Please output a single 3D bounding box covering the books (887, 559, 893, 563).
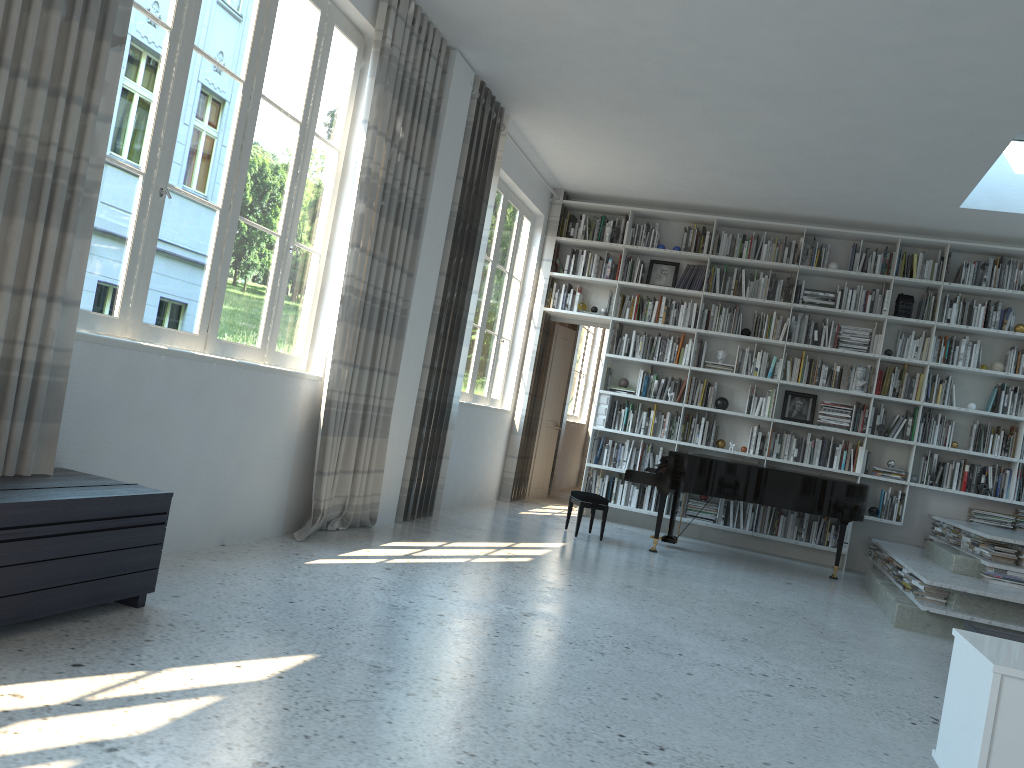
[{"bbox_3d":[3.044,1.398,6.923,0.165,0.014,0.236,10,-2,11],"label":"books"}]

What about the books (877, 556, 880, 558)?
[{"bbox_3d":[3.296,1.532,7.811,0.147,0.012,0.206,10,-2,11],"label":"books"}]

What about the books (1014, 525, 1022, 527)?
[{"bbox_3d":[4.618,1.283,7.881,0.285,0.007,0.159,9,-2,21],"label":"books"}]

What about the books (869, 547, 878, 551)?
[{"bbox_3d":[3.369,1.523,8.097,0.187,0.009,0.211,10,-2,15],"label":"books"}]

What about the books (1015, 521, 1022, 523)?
[{"bbox_3d":[4.626,1.249,7.891,0.254,0.007,0.161,10,-2,17],"label":"books"}]

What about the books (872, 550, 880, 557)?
[{"bbox_3d":[3.281,1.509,7.817,0.190,0.028,0.213,9,-2,20],"label":"books"}]

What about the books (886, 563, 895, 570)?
[{"bbox_3d":[3.035,1.442,6.922,0.182,0.013,0.287,10,-2,17],"label":"books"}]

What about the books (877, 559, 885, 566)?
[{"bbox_3d":[3.196,1.527,7.519,0.177,0.026,0.230,9,-2,19],"label":"books"}]

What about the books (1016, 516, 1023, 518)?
[{"bbox_3d":[4.631,1.205,7.892,0.254,0.006,0.161,10,-2,15],"label":"books"}]

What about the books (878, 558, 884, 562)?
[{"bbox_3d":[3.206,1.508,7.517,0.172,0.014,0.221,10,-2,17],"label":"books"}]

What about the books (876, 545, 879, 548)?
[{"bbox_3d":[3.401,1.488,8.090,0.133,0.017,0.231,10,-2,17],"label":"books"}]

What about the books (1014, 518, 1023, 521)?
[{"bbox_3d":[4.629,1.229,7.892,0.285,0.007,0.159,10,-2,17],"label":"books"}]

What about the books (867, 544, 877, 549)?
[{"bbox_3d":[3.365,1.498,8.100,0.191,0.013,0.243,10,-2,12],"label":"books"}]

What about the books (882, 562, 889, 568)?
[{"bbox_3d":[3.121,1.489,7.218,0.159,0.012,0.292,10,-2,13],"label":"books"}]

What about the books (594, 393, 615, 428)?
[{"bbox_3d":[0.933,0.273,8.953,0.106,0.340,0.307,10,-1,16],"label":"books"}]

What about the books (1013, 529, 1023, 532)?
[{"bbox_3d":[4.610,1.323,7.886,0.254,0.007,0.161,9,-2,19],"label":"books"}]

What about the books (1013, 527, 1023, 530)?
[{"bbox_3d":[4.615,1.304,7.892,0.254,0.007,0.161,10,-2,16],"label":"books"}]

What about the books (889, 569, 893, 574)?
[{"bbox_3d":[3.031,1.480,6.921,0.160,0.008,0.254,9,-2,21],"label":"books"}]

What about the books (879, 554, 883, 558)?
[{"bbox_3d":[3.209,1.472,7.519,0.170,0.020,0.193,9,-2,20],"label":"books"}]

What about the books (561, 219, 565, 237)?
[{"bbox_3d":[0.544,-1.596,9.240,0.023,0.228,0.130,10,-1,16],"label":"books"}]

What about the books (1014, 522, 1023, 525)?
[{"bbox_3d":[4.621,1.262,7.884,0.254,0.007,0.161,10,-2,12],"label":"books"}]

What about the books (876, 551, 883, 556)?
[{"bbox_3d":[3.209,1.454,7.520,0.180,0.015,0.294,10,-2,14],"label":"books"}]

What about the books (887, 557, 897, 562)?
[{"bbox_3d":[3.043,1.385,6.924,0.179,0.012,0.249,10,-2,13],"label":"books"}]

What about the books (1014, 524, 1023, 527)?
[{"bbox_3d":[4.620,1.276,7.884,0.254,0.007,0.161,10,-2,12],"label":"books"}]

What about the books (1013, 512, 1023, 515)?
[{"bbox_3d":[4.638,1.173,7.888,0.285,0.005,0.159,10,-2,13],"label":"books"}]

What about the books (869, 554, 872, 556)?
[{"bbox_3d":[3.368,1.581,8.093,0.171,0.016,0.241,10,-2,16],"label":"books"}]

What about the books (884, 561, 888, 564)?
[{"bbox_3d":[3.128,1.478,7.216,0.164,0.012,0.205,10,-2,16],"label":"books"}]

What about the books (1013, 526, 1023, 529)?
[{"bbox_3d":[4.616,1.297,7.890,0.254,0.007,0.161,10,-2,17],"label":"books"}]

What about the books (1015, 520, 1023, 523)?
[{"bbox_3d":[4.624,1.242,7.882,0.285,0.007,0.159,10,-2,11],"label":"books"}]

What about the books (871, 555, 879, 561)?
[{"bbox_3d":[3.281,1.550,7.814,0.189,0.030,0.238,10,-2,16],"label":"books"}]

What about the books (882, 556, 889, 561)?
[{"bbox_3d":[3.126,1.435,7.220,0.169,0.009,0.242,10,-2,12],"label":"books"}]

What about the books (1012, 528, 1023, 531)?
[{"bbox_3d":[4.613,1.317,7.893,0.285,0.007,0.159,10,-2,16],"label":"books"}]

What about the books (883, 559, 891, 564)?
[{"bbox_3d":[3.126,1.458,7.218,0.159,0.011,0.246,10,-2,12],"label":"books"}]

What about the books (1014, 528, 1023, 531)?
[{"bbox_3d":[4.611,1.310,7.884,0.254,0.007,0.161,9,-2,20],"label":"books"}]

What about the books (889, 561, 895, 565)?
[{"bbox_3d":[3.049,1.411,6.920,0.169,0.009,0.242,10,-2,16],"label":"books"}]

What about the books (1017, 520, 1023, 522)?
[{"bbox_3d":[4.628,1.236,7.891,0.254,0.007,0.161,10,-2,17],"label":"books"}]

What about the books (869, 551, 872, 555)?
[{"bbox_3d":[3.362,1.558,8.096,0.179,0.012,0.262,9,-2,19],"label":"books"}]

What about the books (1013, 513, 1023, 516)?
[{"bbox_3d":[4.633,1.183,7.886,0.285,0.005,0.159,10,-2,12],"label":"books"}]

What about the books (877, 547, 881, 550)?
[{"bbox_3d":[3.314,1.470,7.810,0.126,0.005,0.290,10,-2,11],"label":"books"}]

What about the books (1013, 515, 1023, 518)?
[{"bbox_3d":[4.632,1.200,7.893,0.285,0.005,0.159,10,-2,17],"label":"books"}]

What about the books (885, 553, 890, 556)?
[{"bbox_3d":[3.136,1.395,7.220,0.174,0.011,0.228,10,-2,15],"label":"books"}]

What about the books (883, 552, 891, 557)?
[{"bbox_3d":[3.131,1.408,7.220,0.171,0.015,0.253,10,-2,13],"label":"books"}]

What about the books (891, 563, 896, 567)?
[{"bbox_3d":[3.052,1.420,6.919,0.155,0.009,0.297,10,-2,17],"label":"books"}]

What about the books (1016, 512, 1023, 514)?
[{"bbox_3d":[4.638,1.168,7.884,0.254,0.006,0.161,10,-2,11],"label":"books"}]

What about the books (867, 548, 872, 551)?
[{"bbox_3d":[3.365,1.533,8.097,0.177,0.012,0.278,10,-2,12],"label":"books"}]

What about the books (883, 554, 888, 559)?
[{"bbox_3d":[3.121,1.422,7.222,0.182,0.016,0.199,9,-2,21],"label":"books"}]

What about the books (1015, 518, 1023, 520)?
[{"bbox_3d":[4.631,1.223,7.894,0.285,0.007,0.159,10,-2,16],"label":"books"}]

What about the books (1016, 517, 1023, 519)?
[{"bbox_3d":[4.629,1.210,7.890,0.285,0.005,0.159,10,-2,14],"label":"books"}]

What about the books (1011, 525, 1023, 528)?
[{"bbox_3d":[4.615,1.289,7.884,0.285,0.007,0.159,10,-2,12],"label":"books"}]

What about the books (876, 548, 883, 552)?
[{"bbox_3d":[3.304,1.475,7.813,0.160,0.009,0.291,9,-2,18],"label":"books"}]

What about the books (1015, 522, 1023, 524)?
[{"bbox_3d":[4.622,1.256,7.884,0.285,0.007,0.159,10,-2,12],"label":"books"}]

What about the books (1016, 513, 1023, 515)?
[{"bbox_3d":[4.636,1.179,7.886,0.254,0.006,0.161,9,-2,20],"label":"books"}]

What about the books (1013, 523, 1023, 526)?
[{"bbox_3d":[4.622,1.269,7.888,0.285,0.007,0.159,9,-2,18],"label":"books"}]

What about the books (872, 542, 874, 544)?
[{"bbox_3d":[3.390,1.470,8.094,0.158,0.014,0.234,10,-2,14],"label":"books"}]

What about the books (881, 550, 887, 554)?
[{"bbox_3d":[3.124,1.385,7.224,0.193,0.005,0.225,10,-2,12],"label":"books"}]

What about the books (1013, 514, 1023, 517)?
[{"bbox_3d":[4.633,1.194,7.893,0.285,0.005,0.159,10,-2,15],"label":"books"}]

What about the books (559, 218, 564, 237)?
[{"bbox_3d":[0.520,-1.596,9.224,0.014,0.219,0.188,10,-1,16],"label":"books"}]

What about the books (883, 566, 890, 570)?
[{"bbox_3d":[3.122,1.510,7.216,0.157,0.014,0.180,10,-2,13],"label":"books"}]
